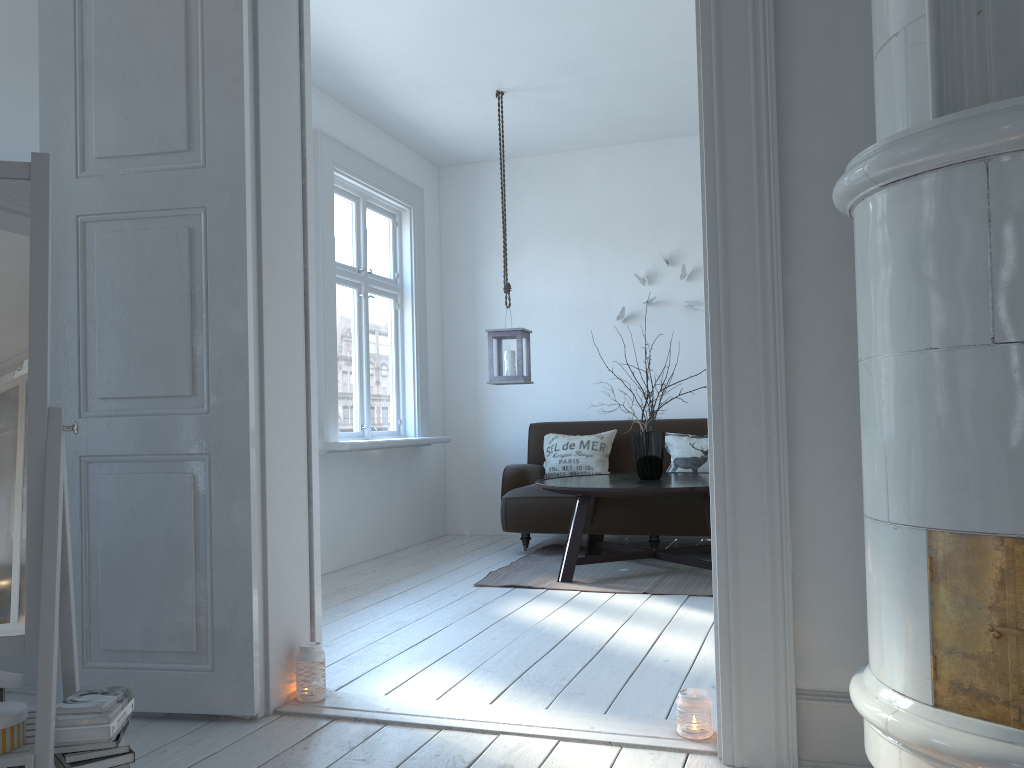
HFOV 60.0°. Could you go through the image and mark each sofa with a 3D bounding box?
[{"bbox_3d":[1.045,0.636,5.684,2.165,0.824,0.969,-2,-2,19],"label":"sofa"}]

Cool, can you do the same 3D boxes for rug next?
[{"bbox_3d":[0.802,1.007,4.954,1.710,0.055,1.456,-2,-3,19],"label":"rug"}]

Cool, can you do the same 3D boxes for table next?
[{"bbox_3d":[0.787,0.782,4.935,1.300,0.503,1.300,-2,-2,9],"label":"table"}]

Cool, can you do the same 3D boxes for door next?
[{"bbox_3d":[-0.100,-0.301,2.519,2.599,2.504,0.578,-2,-2,19],"label":"door"}]

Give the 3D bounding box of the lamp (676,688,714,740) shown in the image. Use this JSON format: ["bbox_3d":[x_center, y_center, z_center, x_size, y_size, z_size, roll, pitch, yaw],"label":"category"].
[{"bbox_3d":[0.477,0.861,2.315,0.093,0.110,0.093,-3,-2,36],"label":"lamp"}]

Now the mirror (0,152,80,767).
[{"bbox_3d":[-1.283,0.204,1.939,0.610,1.488,0.417,-1,-2,-16],"label":"mirror"}]

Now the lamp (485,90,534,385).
[{"bbox_3d":[-0.032,-0.881,5.278,0.228,1.761,0.228,-2,-2,16],"label":"lamp"}]

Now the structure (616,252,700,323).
[{"bbox_3d":[1.219,-0.692,6.137,1.025,0.478,0.085,-2,-2,19],"label":"structure"}]

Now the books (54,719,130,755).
[{"bbox_3d":[-0.949,0.794,2.010,0.128,0.016,0.177,-1,-3,-15],"label":"books"}]

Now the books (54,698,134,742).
[{"bbox_3d":[-0.945,0.756,2.000,0.128,0.026,0.200,-1,-3,-10],"label":"books"}]

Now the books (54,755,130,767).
[{"bbox_3d":[-0.955,0.855,2.011,0.128,0.022,0.167,0,-3,-37],"label":"books"}]

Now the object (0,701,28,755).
[{"bbox_3d":[-1.106,0.731,1.876,0.142,0.074,0.142,-2,-2,3],"label":"object"}]

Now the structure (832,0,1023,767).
[{"bbox_3d":[0.839,-0.443,1.625,1.247,2.826,0.801,-1,-2,-26],"label":"structure"}]

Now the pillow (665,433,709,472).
[{"bbox_3d":[1.196,0.477,5.707,0.473,0.347,0.158,-2,-2,17],"label":"pillow"}]

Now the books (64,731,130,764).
[{"bbox_3d":[-0.944,0.811,2.010,0.128,0.016,0.179,0,-3,-28],"label":"books"}]

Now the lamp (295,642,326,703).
[{"bbox_3d":[-0.613,0.876,2.700,0.089,0.166,0.089,-2,-2,18],"label":"lamp"}]

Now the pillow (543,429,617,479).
[{"bbox_3d":[0.446,0.497,6.006,0.519,0.367,0.239,-2,-2,19],"label":"pillow"}]

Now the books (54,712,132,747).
[{"bbox_3d":[-0.950,0.778,2.008,0.128,0.016,0.181,-1,-3,-10],"label":"books"}]

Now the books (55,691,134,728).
[{"bbox_3d":[-0.950,0.735,2.006,0.132,0.017,0.187,-1,-3,-8],"label":"books"}]

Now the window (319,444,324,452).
[{"bbox_3d":[-1.425,-0.563,4.052,0.375,1.845,1.457,-2,-2,19],"label":"window"}]

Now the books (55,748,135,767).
[{"bbox_3d":[-0.946,0.831,2.001,0.128,0.022,0.193,1,-3,-39],"label":"books"}]

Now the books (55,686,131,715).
[{"bbox_3d":[-0.955,0.720,2.021,0.111,0.014,0.156,-1,-3,-2],"label":"books"}]

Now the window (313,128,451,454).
[{"bbox_3d":[-7.076,-1.051,29.889,27.760,15.012,51.307,-2,-3,19],"label":"window"}]

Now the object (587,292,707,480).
[{"bbox_3d":[0.850,-0.004,4.860,0.845,1.065,0.525,-1,-2,-10],"label":"object"}]

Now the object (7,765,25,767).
[{"bbox_3d":[-1.152,0.882,1.907,0.185,0.140,0.295,-1,-2,-9],"label":"object"}]

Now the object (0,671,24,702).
[{"bbox_3d":[-1.252,0.700,2.029,0.207,0.158,0.241,-2,-2,27],"label":"object"}]
